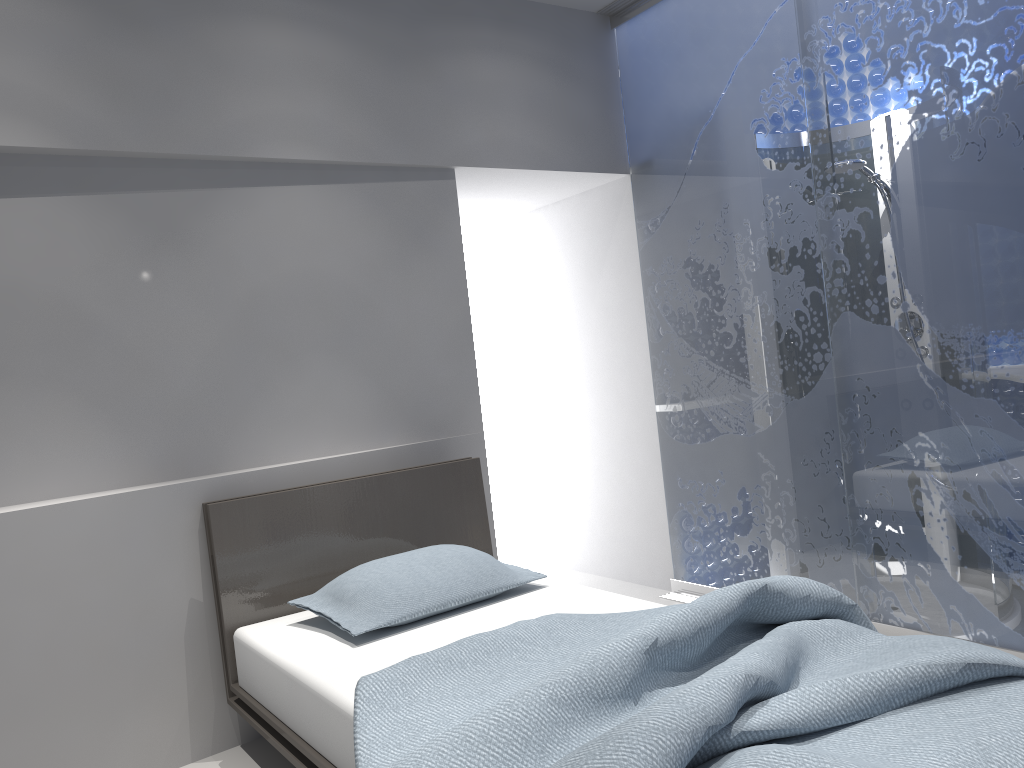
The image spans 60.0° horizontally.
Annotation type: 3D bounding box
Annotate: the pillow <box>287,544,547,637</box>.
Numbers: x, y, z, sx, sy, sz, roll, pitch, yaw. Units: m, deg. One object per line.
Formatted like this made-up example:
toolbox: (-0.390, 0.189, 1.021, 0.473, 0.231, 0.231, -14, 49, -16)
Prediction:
pillow: (-0.293, 0.634, 2.864, 0.746, 0.173, 0.417, -7, 1, -38)

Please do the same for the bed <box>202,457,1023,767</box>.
bed: (0.049, 0.664, 2.229, 1.411, 0.752, 2.319, -7, 1, -33)
